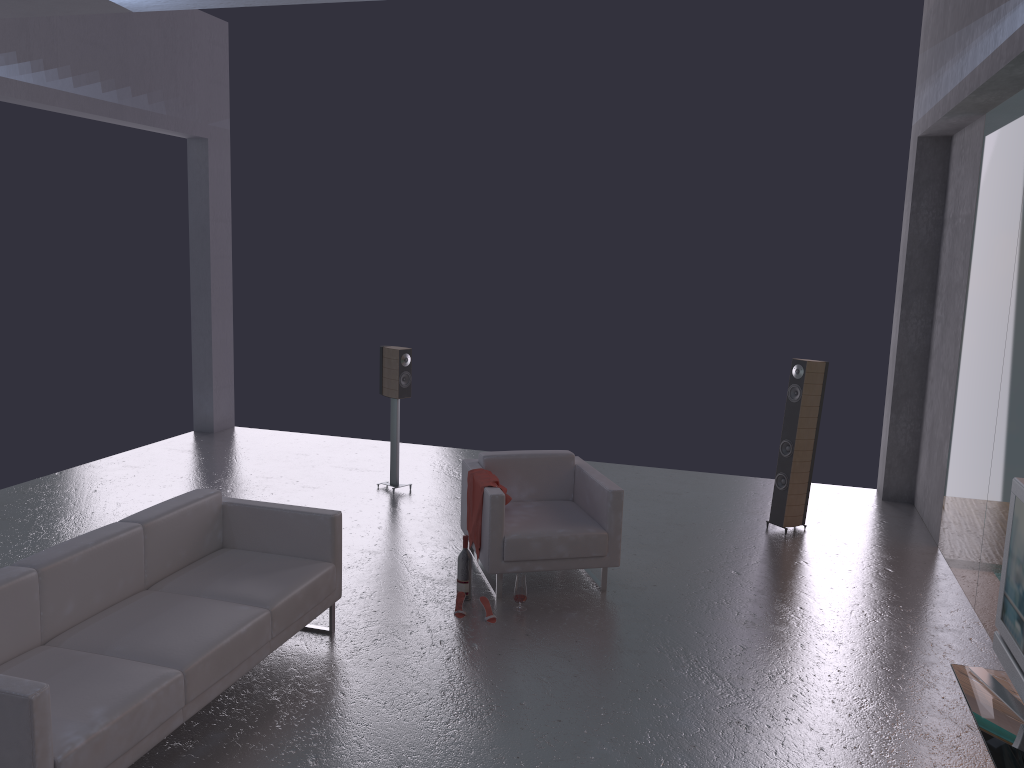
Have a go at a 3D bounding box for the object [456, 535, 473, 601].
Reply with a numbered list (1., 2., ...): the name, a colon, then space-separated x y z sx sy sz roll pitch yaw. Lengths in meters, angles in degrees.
1. object: -0.313 1.214 5.884 0.109 0.435 0.109 10 12 42

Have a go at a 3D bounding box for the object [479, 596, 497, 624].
1. object: -0.149 1.434 5.636 0.079 0.087 0.235 -1 9 -17

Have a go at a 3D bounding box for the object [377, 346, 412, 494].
1. object: -1.114 0.329 8.399 0.243 1.363 0.333 -6 12 -43

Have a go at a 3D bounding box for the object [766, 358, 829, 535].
1. object: 2.461 0.519 7.557 0.444 1.473 0.244 -3 10 -29

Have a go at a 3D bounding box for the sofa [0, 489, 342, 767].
1. sofa: -1.816 1.205 4.357 1.026 0.824 2.353 4 9 16

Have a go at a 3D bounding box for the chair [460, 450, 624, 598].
1. chair: 0.184 0.962 6.423 0.936 0.808 1.026 0 9 -14

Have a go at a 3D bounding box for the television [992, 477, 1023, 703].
1. television: 1.637 0.715 2.682 0.054 0.644 1.000 4 9 16

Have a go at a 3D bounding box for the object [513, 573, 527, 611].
1. object: 0.055 1.349 5.758 0.091 0.233 0.091 10 12 43

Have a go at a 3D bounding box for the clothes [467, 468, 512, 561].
1. clothes: -0.166 0.939 6.261 0.254 0.604 0.574 0 9 -14

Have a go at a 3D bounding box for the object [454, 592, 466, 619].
1. object: -0.335 1.419 5.696 0.079 0.087 0.235 1 9 -6

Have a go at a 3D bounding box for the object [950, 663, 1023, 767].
1. object: 1.613 1.485 2.797 0.360 0.958 0.818 4 9 16
